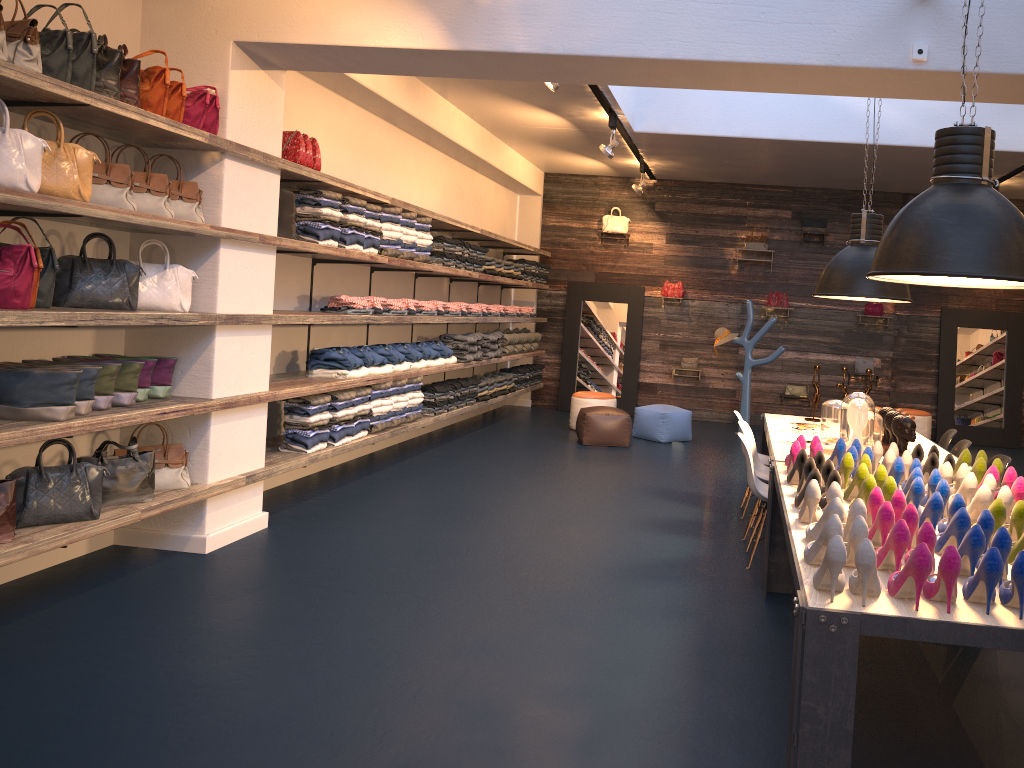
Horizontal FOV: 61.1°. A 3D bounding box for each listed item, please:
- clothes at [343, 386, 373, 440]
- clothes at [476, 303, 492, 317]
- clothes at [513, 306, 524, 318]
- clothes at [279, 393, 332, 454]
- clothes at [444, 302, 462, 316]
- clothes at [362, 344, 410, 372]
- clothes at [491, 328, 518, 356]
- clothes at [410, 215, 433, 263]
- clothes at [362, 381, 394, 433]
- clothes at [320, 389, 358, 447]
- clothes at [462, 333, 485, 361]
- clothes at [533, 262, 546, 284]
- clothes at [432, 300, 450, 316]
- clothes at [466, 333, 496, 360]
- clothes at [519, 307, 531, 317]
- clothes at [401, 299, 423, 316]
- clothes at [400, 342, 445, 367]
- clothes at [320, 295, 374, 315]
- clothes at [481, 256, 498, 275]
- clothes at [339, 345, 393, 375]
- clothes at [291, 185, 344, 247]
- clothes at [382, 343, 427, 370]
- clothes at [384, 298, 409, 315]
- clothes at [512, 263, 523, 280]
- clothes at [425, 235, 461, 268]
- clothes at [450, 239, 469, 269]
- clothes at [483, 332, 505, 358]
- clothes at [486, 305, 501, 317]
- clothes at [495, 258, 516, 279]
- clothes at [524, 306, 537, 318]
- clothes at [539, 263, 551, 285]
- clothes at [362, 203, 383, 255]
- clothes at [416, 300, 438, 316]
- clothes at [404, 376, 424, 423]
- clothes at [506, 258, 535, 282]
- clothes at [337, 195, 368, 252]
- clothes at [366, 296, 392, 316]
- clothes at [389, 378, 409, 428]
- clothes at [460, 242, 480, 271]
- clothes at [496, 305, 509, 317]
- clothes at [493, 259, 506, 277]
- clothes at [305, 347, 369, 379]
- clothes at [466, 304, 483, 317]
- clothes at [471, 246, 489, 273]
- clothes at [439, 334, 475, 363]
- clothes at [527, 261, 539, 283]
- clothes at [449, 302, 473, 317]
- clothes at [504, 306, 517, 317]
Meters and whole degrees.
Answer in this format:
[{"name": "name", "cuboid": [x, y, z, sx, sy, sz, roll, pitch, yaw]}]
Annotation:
[{"name": "clothes", "cuboid": [-1.269, 0.216, 6.811, 0.243, 0.410, 0.333, 5, 3, 18]}, {"name": "clothes", "cuboid": [-0.405, -0.864, 10.128, 0.316, 0.154, 0.357, 4, 5, 6]}, {"name": "clothes", "cuboid": [-0.010, -0.972, 11.608, 0.316, 0.154, 0.357, 4, 5, 6]}, {"name": "clothes", "cuboid": [-1.450, 0.266, 6.134, 0.243, 0.410, 0.333, 5, 3, 18]}, {"name": "clothes", "cuboid": [-0.714, -0.781, 9.060, 0.329, 0.159, 0.340, 7, 5, 31]}, {"name": "clothes", "cuboid": [-1.145, -0.230, 7.532, 0.415, 0.240, 0.440, 5, 4, 10]}, {"name": "clothes", "cuboid": [-0.132, -0.543, 11.066, 0.323, 0.341, 0.410, 5, 3, 18]}, {"name": "clothes", "cuboid": [-0.894, -1.316, 7.851, 0.255, 0.455, 0.352, 5, 3, 24]}, {"name": "clothes", "cuboid": [-1.161, 0.173, 7.184, 0.255, 0.455, 0.352, 5, 3, 24]}, {"name": "clothes", "cuboid": [-1.332, 0.242, 6.479, 0.243, 0.410, 0.333, 5, 3, 18]}, {"name": "clothes", "cuboid": [-0.499, -0.416, 9.593, 0.393, 0.317, 0.357, 4, 3, -3]}, {"name": "clothes", "cuboid": [0.264, -1.562, 12.173, 0.344, 0.298, 0.314, 5, 3, 10]}, {"name": "clothes", "cuboid": [-0.793, -0.758, 8.671, 0.316, 0.154, 0.357, 4, 5, 6]}, {"name": "clothes", "cuboid": [-0.380, -0.437, 10.003, 0.375, 0.302, 0.351, 4, 3, -1]}, {"name": "clothes", "cuboid": [0.070, -0.996, 11.996, 0.329, 0.159, 0.340, 7, 5, 31]}, {"name": "clothes", "cuboid": [-0.991, -0.704, 7.932, 0.316, 0.154, 0.357, 4, 5, 6]}, {"name": "clothes", "cuboid": [-0.918, -0.293, 8.385, 0.399, 0.240, 0.456, 6, 5, 26]}, {"name": "clothes", "cuboid": [-1.295, -0.622, 6.881, 0.329, 0.159, 0.340, 7, 5, 31]}, {"name": "clothes", "cuboid": [-0.397, -1.381, 9.939, 0.396, 0.251, 0.365, 5, 4, 20]}, {"name": "clothes", "cuboid": [-1.252, -0.201, 7.132, 0.399, 0.240, 0.456, 6, 5, 26]}, {"name": "clothes", "cuboid": [-1.366, -1.173, 6.114, 0.243, 0.410, 0.333, 5, 3, 18]}, {"name": "clothes", "cuboid": [-1.035, -0.260, 7.942, 0.415, 0.240, 0.440, 5, 4, 10]}, {"name": "clothes", "cuboid": [-1.103, -0.675, 7.601, 0.329, 0.159, 0.340, 7, 5, 31]}, {"name": "clothes", "cuboid": [-0.073, -1.469, 11.146, 0.409, 0.251, 0.354, 5, 4, 8]}, {"name": "clothes", "cuboid": [-0.716, -1.290, 8.456, 0.359, 0.298, 0.337, 5, 3, 13]}, {"name": "clothes", "cuboid": [-0.639, -1.314, 8.783, 0.367, 0.298, 0.321, 4, 3, -1]}, {"name": "clothes", "cuboid": [-0.289, -0.473, 10.382, 0.393, 0.317, 0.357, 4, 3, -3]}, {"name": "clothes", "cuboid": [-0.325, -0.888, 10.517, 0.329, 0.159, 0.340, 7, 5, 31]}, {"name": "clothes", "cuboid": [-0.180, -1.441, 10.751, 0.396, 0.251, 0.365, 5, 4, 20]}, {"name": "clothes", "cuboid": [0.182, -1.025, 12.327, 0.316, 0.154, 0.357, 4, 5, 6]}, {"name": "clothes", "cuboid": [0.352, -1.586, 12.501, 0.338, 0.298, 0.320, 5, 3, 17]}, {"name": "clothes", "cuboid": [-1.185, -1.223, 6.791, 0.243, 0.410, 0.333, 5, 3, 18]}, {"name": "clothes", "cuboid": [-0.905, -0.729, 8.340, 0.329, 0.159, 0.340, 7, 5, 31]}, {"name": "clothes", "cuboid": [-0.978, 0.123, 7.871, 0.255, 0.455, 0.352, 5, 3, 24]}, {"name": "clothes", "cuboid": [0.101, -1.513, 11.520, 0.359, 0.298, 0.337, 5, 3, 13]}, {"name": "clothes", "cuboid": [-1.248, -1.197, 6.459, 0.243, 0.410, 0.333, 5, 3, 18]}, {"name": "clothes", "cuboid": [-1.183, -0.651, 7.212, 0.316, 0.154, 0.357, 4, 5, 6]}, {"name": "clothes", "cuboid": [-1.074, 0.149, 7.511, 0.255, 0.455, 0.352, 5, 3, 24]}, {"name": "clothes", "cuboid": [-0.553, -1.338, 9.109, 0.344, 0.298, 0.314, 5, 3, 10]}, {"name": "clothes", "cuboid": [-0.213, -0.917, 10.848, 0.316, 0.154, 0.357, 4, 5, 6]}, {"name": "clothes", "cuboid": [-0.290, -1.410, 10.334, 0.409, 0.251, 0.354, 5, 4, 8]}, {"name": "clothes", "cuboid": [-1.369, -0.169, 6.689, 0.415, 0.240, 0.440, 5, 4, 10]}, {"name": "clothes", "cuboid": [-0.517, -0.835, 9.797, 0.329, 0.159, 0.340, 7, 5, 31]}, {"name": "clothes", "cuboid": [-0.466, -1.362, 9.436, 0.338, 0.298, 0.320, 5, 3, 17]}, {"name": "clothes", "cuboid": [-0.590, -0.380, 9.215, 0.375, 0.302, 0.351, 4, 3, -1]}, {"name": "clothes", "cuboid": [0.178, -1.538, 11.847, 0.367, 0.298, 0.321, 4, 3, -1]}, {"name": "clothes", "cuboid": [-0.602, -0.810, 9.391, 0.316, 0.154, 0.357, 4, 5, 6]}, {"name": "clothes", "cuboid": [-0.122, -0.943, 11.277, 0.329, 0.159, 0.340, 7, 5, 31]}]
